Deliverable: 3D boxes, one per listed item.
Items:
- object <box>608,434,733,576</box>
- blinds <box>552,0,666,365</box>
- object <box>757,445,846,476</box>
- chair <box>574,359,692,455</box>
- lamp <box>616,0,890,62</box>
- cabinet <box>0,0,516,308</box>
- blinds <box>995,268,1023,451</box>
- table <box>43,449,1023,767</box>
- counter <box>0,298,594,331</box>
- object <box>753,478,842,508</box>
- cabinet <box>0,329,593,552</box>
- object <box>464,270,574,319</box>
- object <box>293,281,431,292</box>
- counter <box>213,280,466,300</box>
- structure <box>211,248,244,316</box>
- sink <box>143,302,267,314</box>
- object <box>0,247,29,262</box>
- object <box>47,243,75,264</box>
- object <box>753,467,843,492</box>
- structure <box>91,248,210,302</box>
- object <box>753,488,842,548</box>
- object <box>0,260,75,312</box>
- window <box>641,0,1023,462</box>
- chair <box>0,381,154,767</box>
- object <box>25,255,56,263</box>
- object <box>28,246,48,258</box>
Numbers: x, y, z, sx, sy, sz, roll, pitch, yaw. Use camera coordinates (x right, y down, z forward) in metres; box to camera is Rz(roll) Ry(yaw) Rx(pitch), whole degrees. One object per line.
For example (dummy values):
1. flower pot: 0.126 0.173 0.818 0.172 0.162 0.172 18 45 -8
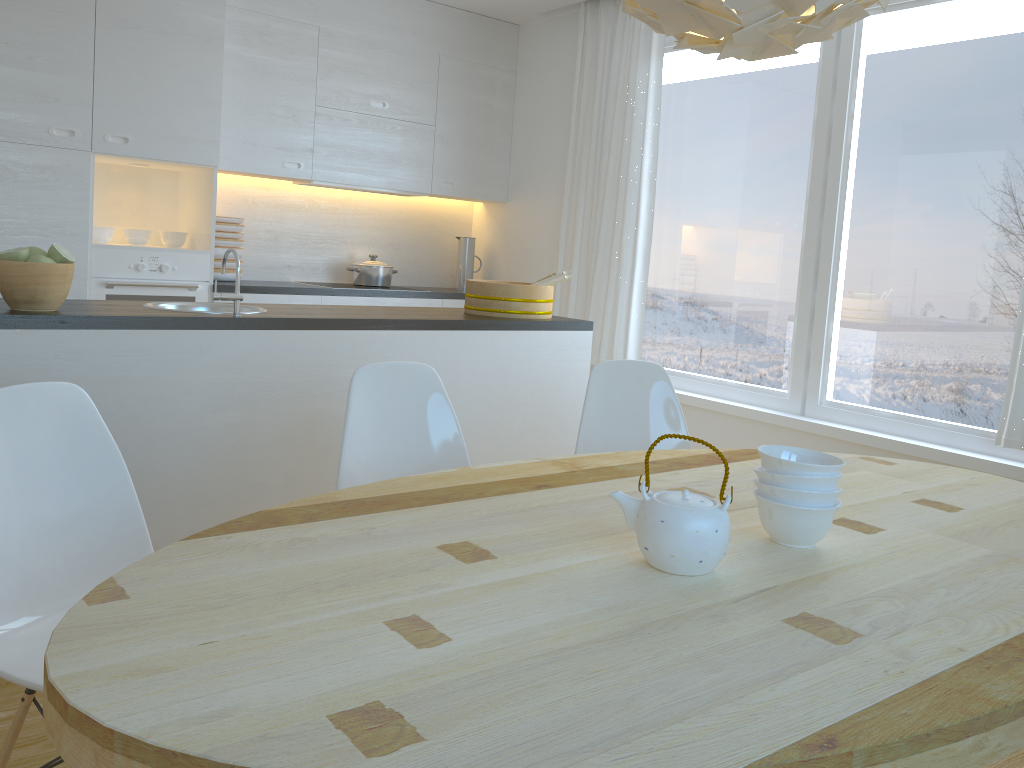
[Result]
1. object: 0.267 0.184 1.423 0.147 0.210 0.178 -1 8 -39
2. blinds: 0.503 -1.185 5.047 0.150 2.148 0.799 0 6 -38
3. object: 0.513 0.167 1.585 0.151 0.086 0.153 3 7 -10
4. chair: 0.418 0.409 2.591 0.429 0.896 0.526 2 6 -18
5. lamp: 0.445 -1.135 1.543 0.639 1.129 0.650 -1 7 -39
6. cabinet: -1.335 -0.858 4.946 3.202 2.288 0.483 -2 7 -38
7. blinds: 2.134 -0.769 2.959 0.150 2.148 0.799 0 6 -38
8. table: 0.350 0.630 1.636 2.191 0.721 1.201 -3 10 -39
9. counter: -0.787 -0.248 3.224 2.401 0.040 0.604 -3 10 -38
10. object: 0.508 0.218 1.588 0.152 0.092 0.152 4 7 1
11. cabinet: -0.819 0.222 3.263 2.401 0.905 0.604 -2 8 -38
12. object: 0.015 -0.400 3.784 0.429 0.213 0.381 3 8 -10
13. object: -0.920 -0.590 5.393 0.654 0.013 0.565 -3 10 -38
14. counter: -0.923 -0.571 5.389 2.001 0.040 0.604 -3 10 -38
15. structure: -0.941 -0.335 2.867 0.097 0.214 0.163 0 7 -38
16. sink: -1.060 -0.189 3.061 0.404 0.156 0.406 4 8 3
17. object: -1.426 -0.359 2.525 0.084 0.065 0.086 1 8 -26
18. object: -1.327 -0.379 2.606 0.074 0.071 0.078 2 7 -13
19. object: 0.509 0.194 1.589 0.152 0.095 0.152 1 8 -21
20. structure: -1.781 -0.356 4.375 0.561 0.593 0.049 -1 7 -38
21. object: 0.507 0.241 1.586 0.152 0.082 0.153 4 7 1
22. object: -1.388 -0.286 2.574 0.205 0.141 0.206 6 7 13
23. window: 1.470 -0.801 4.125 0.088 1.907 2.743 0 8 -38
24. chair: -0.708 0.474 1.609 0.524 0.897 0.431 6 6 22
25. object: -1.354 -0.329 2.550 0.081 0.085 0.098 6 7 16
26. object: -1.403 -0.356 2.612 0.102 0.098 0.087 2 7 -17
